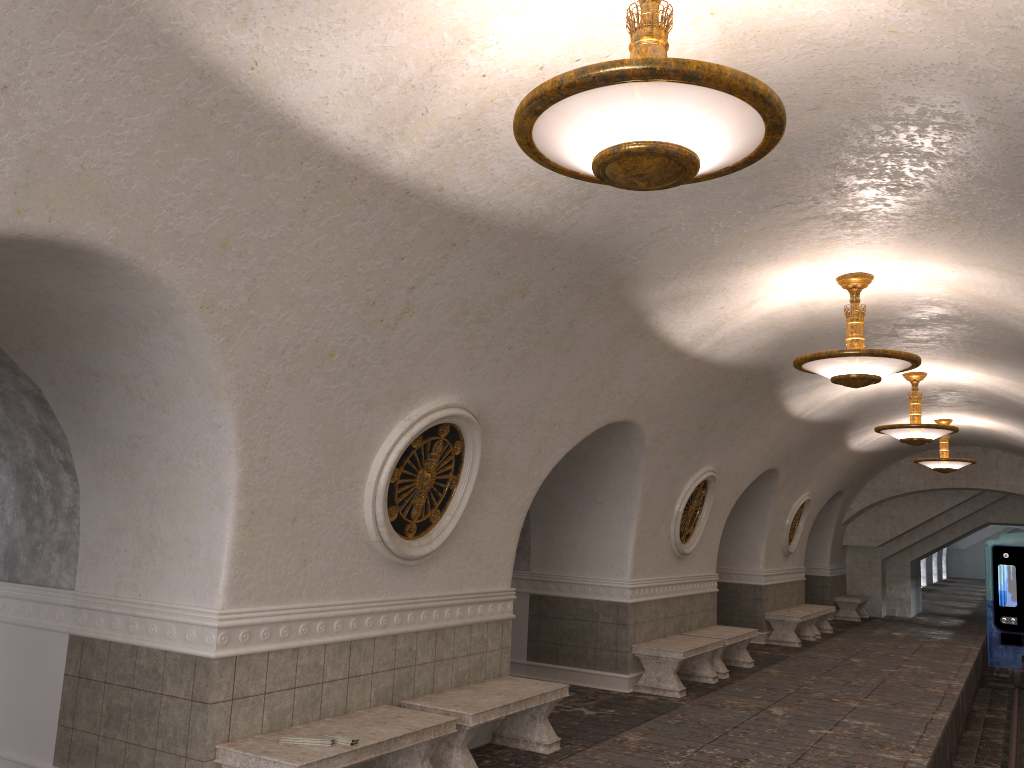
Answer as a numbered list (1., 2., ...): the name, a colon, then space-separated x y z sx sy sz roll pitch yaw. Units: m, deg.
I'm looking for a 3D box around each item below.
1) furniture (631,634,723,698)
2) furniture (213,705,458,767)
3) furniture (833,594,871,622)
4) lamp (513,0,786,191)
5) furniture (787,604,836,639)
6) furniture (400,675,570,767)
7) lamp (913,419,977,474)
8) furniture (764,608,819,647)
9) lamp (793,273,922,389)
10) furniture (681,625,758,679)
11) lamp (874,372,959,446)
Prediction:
1. furniture: 1.969 3.307 10.460 0.613 0.508 1.509 -2 -10 30
2. furniture: -1.006 2.341 5.316 0.613 0.508 1.509 -2 -10 30
3. furniture: 8.031 5.277 20.939 0.613 0.508 1.509 -2 -10 30
4. lamp: 0.520 -1.208 3.383 1.008 0.955 1.008 1 -9 14
5. furniture: 5.747 4.535 16.991 0.613 0.508 1.509 -2 -10 30
6. furniture: -0.175 2.611 6.753 0.613 0.508 1.509 -2 -10 30
7. lamp: 7.680 1.118 15.761 1.008 0.955 1.008 5 -9 -14
8. furniture: 4.916 4.265 15.554 0.613 0.508 1.509 -2 -10 30
9. lamp: 2.907 -0.433 7.510 1.008 0.955 1.008 11 -12 -43
10. furniture: 2.800 3.577 11.897 0.613 0.508 1.509 -2 -10 30
11. lamp: 5.293 0.343 11.634 1.008 0.955 1.008 11 -12 -43
